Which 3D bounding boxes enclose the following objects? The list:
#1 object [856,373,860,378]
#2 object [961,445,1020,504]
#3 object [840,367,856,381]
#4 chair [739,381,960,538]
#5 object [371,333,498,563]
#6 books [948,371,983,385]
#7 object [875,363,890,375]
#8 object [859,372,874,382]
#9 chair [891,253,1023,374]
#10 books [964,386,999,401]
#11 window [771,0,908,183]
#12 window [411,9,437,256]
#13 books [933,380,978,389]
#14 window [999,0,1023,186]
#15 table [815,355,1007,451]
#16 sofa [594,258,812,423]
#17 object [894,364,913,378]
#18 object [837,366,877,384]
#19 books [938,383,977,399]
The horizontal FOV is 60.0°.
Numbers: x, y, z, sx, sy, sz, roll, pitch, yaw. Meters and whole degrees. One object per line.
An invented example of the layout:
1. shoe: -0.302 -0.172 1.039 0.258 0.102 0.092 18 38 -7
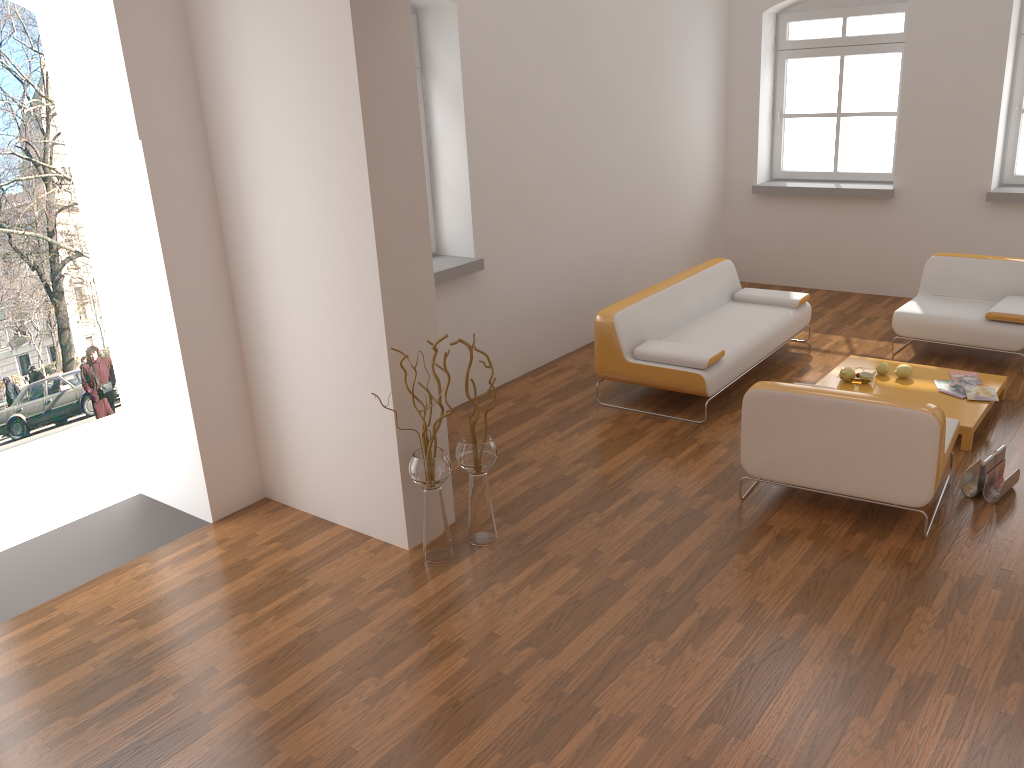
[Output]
1. object: 2.276 -0.063 5.867 0.134 0.037 0.061 15 27 43
2. object: 2.467 0.454 4.563 0.281 0.217 0.189 -20 25 -39
3. object: 2.200 -0.064 5.806 0.102 0.095 0.101 -1 19 8
4. chair: 1.764 0.248 4.595 0.923 0.661 0.825 9 23 32
5. object: -0.354 0.305 4.117 0.655 1.112 0.284 -14 22 -28
6. books: 2.946 -0.041 5.764 0.171 0.004 0.249 3 20 18
7. object: 2.467 -0.103 5.896 0.094 0.087 0.080 -12 21 -22
8. object: 2.308 -0.036 5.772 0.091 0.065 0.092 -3 19 0
9. chair: 3.453 -0.562 6.626 0.923 0.661 0.825 13 25 39
10. books: 2.889 0.059 5.462 0.171 0.004 0.249 4 21 21
11. window: 3.128 -2.800 8.460 1.308 1.737 0.142 11 24 36
12. window: -0.973 -1.496 5.598 0.142 1.627 1.302 11 24 36
13. books: 2.829 0.006 5.649 0.249 0.004 0.171 1 20 13
14. window: 4.794 -2.465 7.216 1.308 1.737 0.142 11 24 36
15. table: 2.516 0.089 5.698 1.000 0.150 1.000 11 24 36
16. sofa: 1.474 -0.408 6.531 0.825 0.661 2.010 11 24 35
17. object: 2.570 -0.084 5.819 0.105 0.091 0.103 9 23 31
18. object: 2.272 -0.050 5.840 0.227 0.048 0.227 7 22 26
19. books: 2.816 0.040 5.542 0.249 0.004 0.171 -14 22 -27
